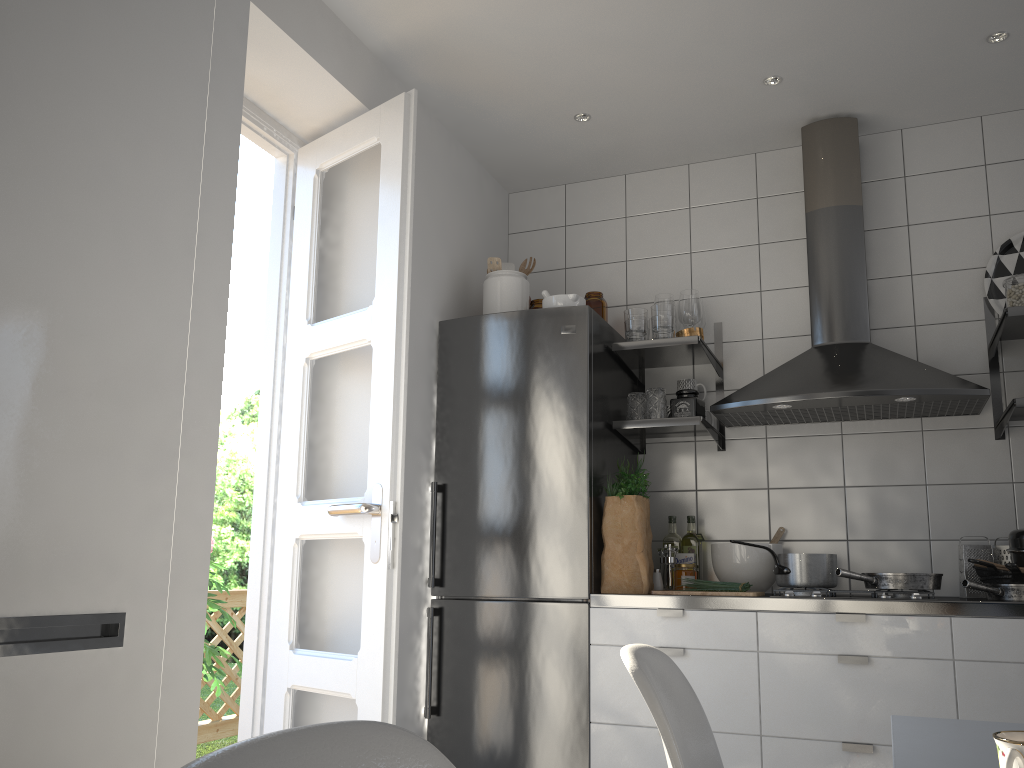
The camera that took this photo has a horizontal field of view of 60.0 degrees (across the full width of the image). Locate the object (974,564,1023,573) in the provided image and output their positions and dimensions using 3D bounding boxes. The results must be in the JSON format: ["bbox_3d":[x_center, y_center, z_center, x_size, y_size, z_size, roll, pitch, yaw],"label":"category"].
[{"bbox_3d":[1.483,0.549,2.596,0.064,0.044,0.337,3,-12,-11],"label":"object"}]

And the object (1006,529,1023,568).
[{"bbox_3d":[1.607,0.512,2.687,0.190,0.158,0.198,4,-12,-16],"label":"object"}]

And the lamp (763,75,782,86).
[{"bbox_3d":[0.893,-1.050,3.040,0.064,0.030,0.064,-2,-12,15],"label":"lamp"}]

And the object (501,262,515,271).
[{"bbox_3d":[-0.019,-0.347,3.364,0.064,0.288,0.142,1,-11,-4],"label":"object"}]

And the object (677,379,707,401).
[{"bbox_3d":[0.679,0.034,3.387,0.083,0.099,0.109,8,-13,-32],"label":"object"}]

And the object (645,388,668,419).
[{"bbox_3d":[0.516,0.076,3.170,0.086,0.119,0.086,-3,-12,19],"label":"object"}]

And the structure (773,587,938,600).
[{"bbox_3d":[1.092,0.668,2.837,0.467,0.028,0.493,-4,-13,22],"label":"structure"}]

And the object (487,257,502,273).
[{"bbox_3d":[-0.068,-0.338,3.340,0.054,0.261,0.150,1,-11,-2],"label":"object"}]

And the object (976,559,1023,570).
[{"bbox_3d":[1.498,0.544,2.602,0.059,0.060,0.336,5,-13,-19],"label":"object"}]

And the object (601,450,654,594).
[{"bbox_3d":[0.393,0.465,3.019,0.174,0.506,0.284,-1,-11,10],"label":"object"}]

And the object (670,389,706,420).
[{"bbox_3d":[0.635,0.083,3.200,0.100,0.122,0.101,-6,-13,32],"label":"object"}]

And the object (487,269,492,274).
[{"bbox_3d":[-0.053,-0.329,3.358,0.061,0.249,0.118,9,-13,-37],"label":"object"}]

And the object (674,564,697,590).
[{"bbox_3d":[0.611,0.686,3.124,0.078,0.101,0.078,3,-11,-11],"label":"object"}]

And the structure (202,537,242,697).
[{"bbox_3d":[-1.815,1.046,3.764,1.263,1.271,1.183,-4,-12,23],"label":"structure"}]

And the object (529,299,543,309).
[{"bbox_3d":[0.114,-0.247,3.472,0.113,0.153,0.113,9,-14,-38],"label":"object"}]

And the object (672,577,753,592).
[{"bbox_3d":[0.630,0.653,2.870,0.277,0.053,0.142,-9,-15,37],"label":"object"}]

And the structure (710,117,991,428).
[{"bbox_3d":[1.144,-0.440,3.131,0.869,1.085,0.475,-4,-11,22],"label":"structure"}]

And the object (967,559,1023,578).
[{"bbox_3d":[1.513,0.567,2.651,0.246,0.080,0.358,-6,-14,30],"label":"object"}]

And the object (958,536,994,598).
[{"bbox_3d":[1.531,0.604,2.922,0.101,0.200,0.081,-2,-11,12],"label":"object"}]

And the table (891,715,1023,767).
[{"bbox_3d":[0.669,0.673,0.470,0.814,0.656,1.837,-4,-13,22],"label":"table"}]

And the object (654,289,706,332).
[{"bbox_3d":[0.650,-0.217,3.439,0.193,0.243,0.207,-3,-12,20],"label":"object"}]

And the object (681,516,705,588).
[{"bbox_3d":[0.675,0.628,3.277,0.089,0.280,0.082,-4,-11,22],"label":"object"}]

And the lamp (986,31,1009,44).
[{"bbox_3d":[1.524,-1.098,2.781,0.064,0.030,0.064,-2,-12,15],"label":"lamp"}]

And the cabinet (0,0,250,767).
[{"bbox_3d":[-0.955,0.006,0.841,0.513,2.082,1.386,-3,-12,22],"label":"cabinet"}]

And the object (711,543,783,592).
[{"bbox_3d":[0.835,0.658,3.146,0.247,0.174,0.248,7,-13,-26],"label":"object"}]

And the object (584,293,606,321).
[{"bbox_3d":[0.313,-0.264,3.384,0.093,0.153,0.093,-10,-15,44],"label":"object"}]

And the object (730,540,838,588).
[{"bbox_3d":[0.922,0.598,2.945,0.348,0.153,0.201,7,-13,-27],"label":"object"}]

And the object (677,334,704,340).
[{"bbox_3d":[0.651,-0.153,3.238,0.100,0.036,0.100,-10,-16,41],"label":"object"}]

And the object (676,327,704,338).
[{"bbox_3d":[0.649,-0.175,3.241,0.100,0.048,0.100,12,-16,-43],"label":"object"}]

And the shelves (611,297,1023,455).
[{"bbox_3d":[1.599,-0.101,2.902,2.542,0.509,0.429,-4,-12,22],"label":"shelves"}]

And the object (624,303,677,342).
[{"bbox_3d":[0.513,-0.197,3.280,0.190,0.133,0.230,-2,-12,13],"label":"object"}]

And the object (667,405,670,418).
[{"bbox_3d":[0.633,0.136,3.391,0.108,0.099,0.083,-2,-11,12],"label":"object"}]

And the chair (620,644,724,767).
[{"bbox_3d":[0.397,0.709,0.976,0.542,0.795,0.468,-2,-11,16],"label":"chair"}]

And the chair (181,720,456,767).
[{"bbox_3d":[0.115,0.559,0.303,0.543,0.795,0.468,-4,-12,21],"label":"chair"}]

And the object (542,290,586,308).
[{"bbox_3d":[0.191,-0.277,3.232,0.159,0.109,0.174,-3,-12,17],"label":"object"}]

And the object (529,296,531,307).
[{"bbox_3d":[0.008,-0.273,3.549,0.118,0.234,0.118,10,-14,-41],"label":"object"}]

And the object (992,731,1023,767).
[{"bbox_3d":[0.448,0.345,0.737,0.078,0.095,0.091,-3,-12,21],"label":"object"}]

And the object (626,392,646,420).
[{"bbox_3d":[0.460,0.094,3.252,0.086,0.119,0.086,-6,-13,32],"label":"object"}]

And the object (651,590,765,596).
[{"bbox_3d":[0.635,0.677,2.866,0.330,0.012,0.221,-4,-13,22],"label":"object"}]

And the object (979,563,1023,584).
[{"bbox_3d":[1.501,0.581,2.654,0.348,0.081,0.244,7,-13,-25],"label":"object"}]

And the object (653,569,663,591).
[{"bbox_3d":[0.515,0.699,3.151,0.046,0.084,0.046,1,-11,0],"label":"object"}]

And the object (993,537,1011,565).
[{"bbox_3d":[1.649,0.606,2.925,0.101,0.200,0.081,-9,-14,42],"label":"object"}]

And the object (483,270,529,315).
[{"bbox_3d":[-0.022,-0.305,3.347,0.174,0.207,0.175,-3,-12,18],"label":"object"}]

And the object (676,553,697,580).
[{"bbox_3d":[0.630,0.689,3.230,0.077,0.140,0.044,-4,-11,22],"label":"object"}]

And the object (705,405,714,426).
[{"bbox_3d":[0.710,0.130,3.359,0.108,0.099,0.083,-2,-11,12],"label":"object"}]

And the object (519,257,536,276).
[{"bbox_3d":[0.025,-0.345,3.376,0.131,0.294,0.057,0,-10,2],"label":"object"}]

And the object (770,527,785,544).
[{"bbox_3d":[0.891,0.622,3.161,0.222,0.231,0.081,4,-11,-17],"label":"object"}]

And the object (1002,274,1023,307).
[{"bbox_3d":[1.710,-0.271,2.953,0.122,0.170,0.122,-9,-15,41],"label":"object"}]

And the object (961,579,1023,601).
[{"bbox_3d":[1.490,0.622,2.675,0.351,0.060,0.234,1,-12,1],"label":"object"}]

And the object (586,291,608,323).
[{"bbox_3d":[0.324,-0.261,3.492,0.097,0.193,0.097,-4,-11,22],"label":"object"}]

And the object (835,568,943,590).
[{"bbox_3d":[1.142,0.601,2.731,0.351,0.060,0.234,1,-12,1],"label":"object"}]

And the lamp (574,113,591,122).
[{"bbox_3d":[0.262,-1.002,3.298,0.064,0.030,0.064,-2,-12,15],"label":"lamp"}]

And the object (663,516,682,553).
[{"bbox_3d":[0.602,0.635,3.313,0.066,0.280,0.067,-2,-11,17],"label":"object"}]

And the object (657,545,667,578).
[{"bbox_3d":[0.564,0.676,3.248,0.059,0.171,0.059,4,-11,-18],"label":"object"}]

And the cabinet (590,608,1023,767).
[{"bbox_3d":[1.862,1.053,2.442,3.241,0.790,0.666,-4,-12,22],"label":"cabinet"}]

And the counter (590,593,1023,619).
[{"bbox_3d":[1.870,0.646,2.521,3.242,0.045,0.655,-4,-13,22],"label":"counter"}]

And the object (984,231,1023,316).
[{"bbox_3d":[1.849,-0.360,3.053,0.395,0.391,0.053,-4,-11,22],"label":"object"}]

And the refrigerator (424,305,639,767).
[{"bbox_3d":[0.098,0.692,3.235,0.577,1.788,0.698,-4,-11,22],"label":"refrigerator"}]

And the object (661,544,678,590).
[{"bbox_3d":[0.568,0.662,3.184,0.059,0.171,0.059,4,-11,-18],"label":"object"}]

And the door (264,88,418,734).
[{"bbox_3d":[-0.533,0.288,2.652,0.604,2.310,0.157,-9,-14,42],"label":"door"}]
